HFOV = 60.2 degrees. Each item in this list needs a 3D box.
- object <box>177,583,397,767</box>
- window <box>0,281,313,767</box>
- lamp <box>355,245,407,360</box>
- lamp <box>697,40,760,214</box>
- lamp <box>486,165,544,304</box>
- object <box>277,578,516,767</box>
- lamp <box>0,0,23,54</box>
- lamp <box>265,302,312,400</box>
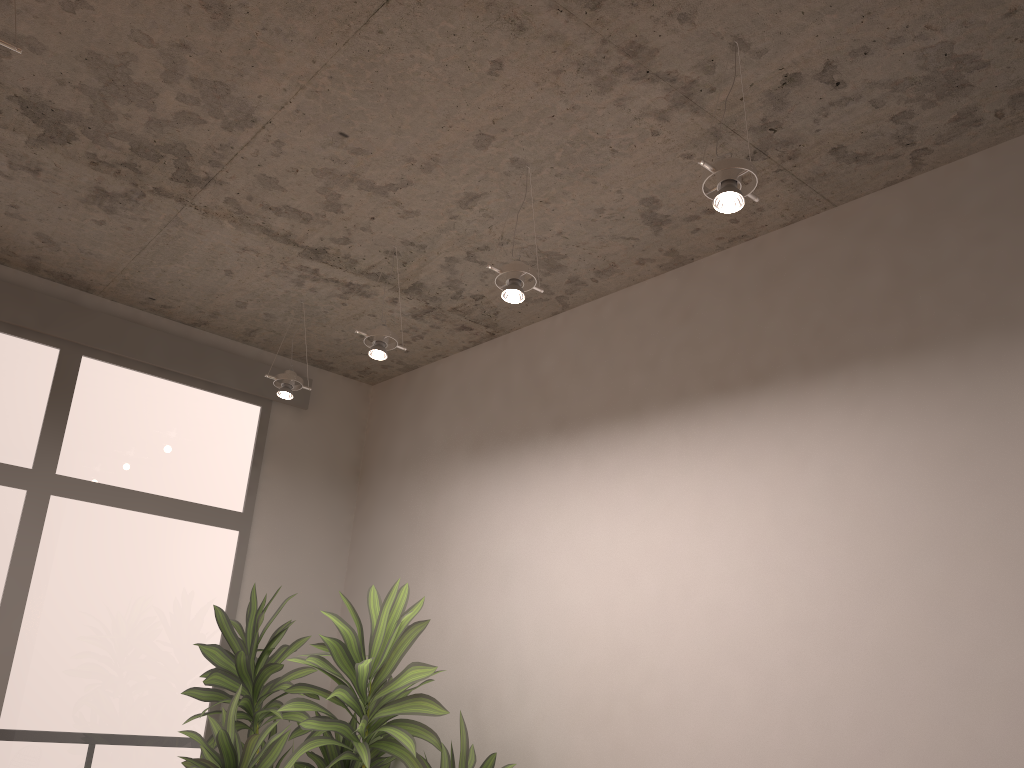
[{"bbox_3d":[-0.983,1.952,3.885,1.084,2.056,0.986,11,-16,-19],"label":"object"},{"bbox_3d":[-4.590,0.319,2.060,8.655,3.203,0.063,20,-19,-36],"label":"window"},{"bbox_3d":[-0.490,-0.328,3.453,0.134,0.471,0.203,1,-16,19],"label":"lamp"},{"bbox_3d":[0.546,-0.653,2.191,0.134,0.471,0.203,1,-16,19],"label":"lamp"},{"bbox_3d":[0.028,-0.490,2.822,0.134,0.471,0.203,1,-16,19],"label":"lamp"},{"bbox_3d":[-0.545,1.822,3.373,0.971,2.056,1.101,13,-16,-24],"label":"object"},{"bbox_3d":[-1.149,-0.923,1.914,0.134,0.471,0.203,1,-16,19],"label":"lamp"},{"bbox_3d":[-1.008,-0.165,4.084,0.134,0.471,0.203,1,-16,19],"label":"lamp"}]
